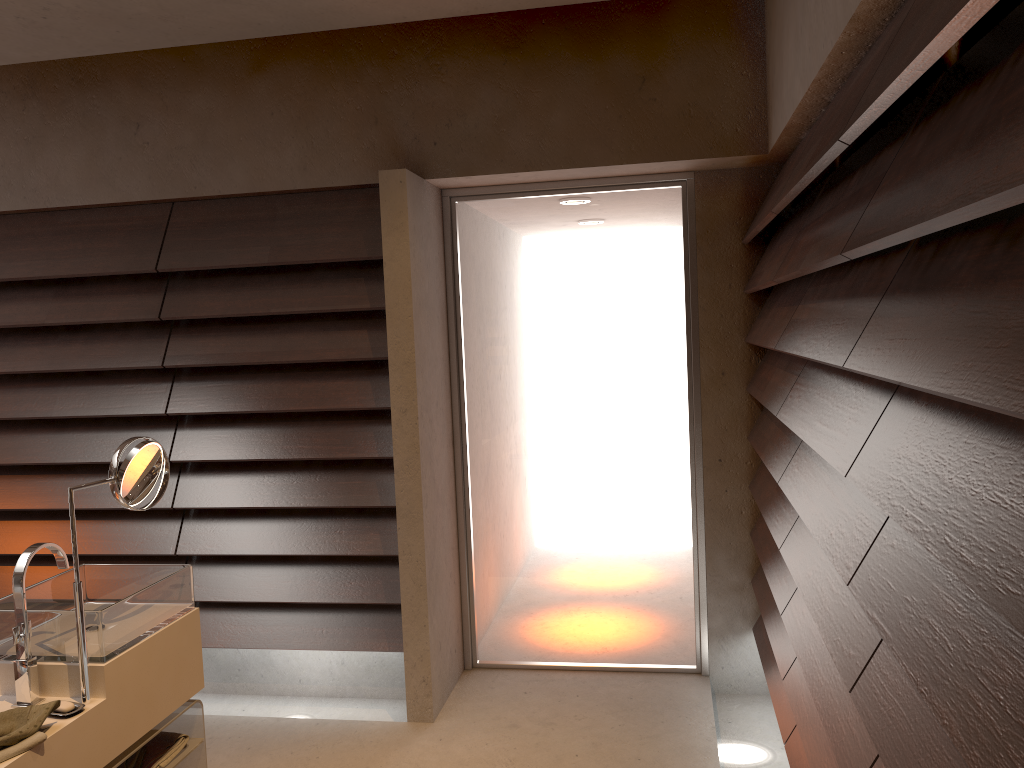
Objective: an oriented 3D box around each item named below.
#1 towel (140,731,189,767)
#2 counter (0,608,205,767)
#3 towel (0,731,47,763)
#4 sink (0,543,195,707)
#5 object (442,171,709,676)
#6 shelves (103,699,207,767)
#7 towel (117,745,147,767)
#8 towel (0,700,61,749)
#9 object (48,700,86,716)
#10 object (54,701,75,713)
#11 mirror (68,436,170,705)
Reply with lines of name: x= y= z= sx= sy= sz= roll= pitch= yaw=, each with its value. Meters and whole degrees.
towel: x=-0.990 y=0.987 z=2.387 sx=0.196 sy=0.040 sz=0.180 roll=-1 pitch=4 yaw=24
counter: x=-1.283 y=1.075 z=1.089 sx=0.350 sy=0.686 sz=2.931 roll=-2 pitch=4 yaw=10
towel: x=-1.149 y=0.749 z=1.728 sx=0.202 sy=0.027 sz=0.394 roll=0 pitch=4 yaw=30
sink: x=-1.093 y=0.547 z=2.255 sx=0.340 sy=0.357 sz=0.486 roll=-2 pitch=4 yaw=10
object: x=0.260 y=0.187 z=3.622 sx=1.007 sy=2.000 sz=0.090 roll=-2 pitch=4 yaw=10
shelves: x=-1.058 y=1.114 z=2.292 sx=0.368 sy=0.436 sz=0.487 roll=-2 pitch=4 yaw=10
towel: x=-1.064 y=0.984 z=2.310 sx=0.192 sy=0.062 sz=0.192 roll=-3 pitch=4 yaw=-11
towel: x=-1.153 y=0.736 z=1.691 sx=0.571 sy=0.057 sz=0.258 roll=-5 pitch=5 yaw=-39
object: x=-1.016 y=0.734 z=1.997 sx=0.108 sy=0.011 sz=0.065 roll=-1 pitch=4 yaw=23
object: x=-1.016 y=0.727 z=1.998 sx=0.066 sy=0.016 sz=0.035 roll=-1 pitch=4 yaw=22
mirror: x=-0.934 y=0.430 z=2.163 sx=0.074 sy=0.589 sz=0.316 roll=-2 pitch=4 yaw=12
